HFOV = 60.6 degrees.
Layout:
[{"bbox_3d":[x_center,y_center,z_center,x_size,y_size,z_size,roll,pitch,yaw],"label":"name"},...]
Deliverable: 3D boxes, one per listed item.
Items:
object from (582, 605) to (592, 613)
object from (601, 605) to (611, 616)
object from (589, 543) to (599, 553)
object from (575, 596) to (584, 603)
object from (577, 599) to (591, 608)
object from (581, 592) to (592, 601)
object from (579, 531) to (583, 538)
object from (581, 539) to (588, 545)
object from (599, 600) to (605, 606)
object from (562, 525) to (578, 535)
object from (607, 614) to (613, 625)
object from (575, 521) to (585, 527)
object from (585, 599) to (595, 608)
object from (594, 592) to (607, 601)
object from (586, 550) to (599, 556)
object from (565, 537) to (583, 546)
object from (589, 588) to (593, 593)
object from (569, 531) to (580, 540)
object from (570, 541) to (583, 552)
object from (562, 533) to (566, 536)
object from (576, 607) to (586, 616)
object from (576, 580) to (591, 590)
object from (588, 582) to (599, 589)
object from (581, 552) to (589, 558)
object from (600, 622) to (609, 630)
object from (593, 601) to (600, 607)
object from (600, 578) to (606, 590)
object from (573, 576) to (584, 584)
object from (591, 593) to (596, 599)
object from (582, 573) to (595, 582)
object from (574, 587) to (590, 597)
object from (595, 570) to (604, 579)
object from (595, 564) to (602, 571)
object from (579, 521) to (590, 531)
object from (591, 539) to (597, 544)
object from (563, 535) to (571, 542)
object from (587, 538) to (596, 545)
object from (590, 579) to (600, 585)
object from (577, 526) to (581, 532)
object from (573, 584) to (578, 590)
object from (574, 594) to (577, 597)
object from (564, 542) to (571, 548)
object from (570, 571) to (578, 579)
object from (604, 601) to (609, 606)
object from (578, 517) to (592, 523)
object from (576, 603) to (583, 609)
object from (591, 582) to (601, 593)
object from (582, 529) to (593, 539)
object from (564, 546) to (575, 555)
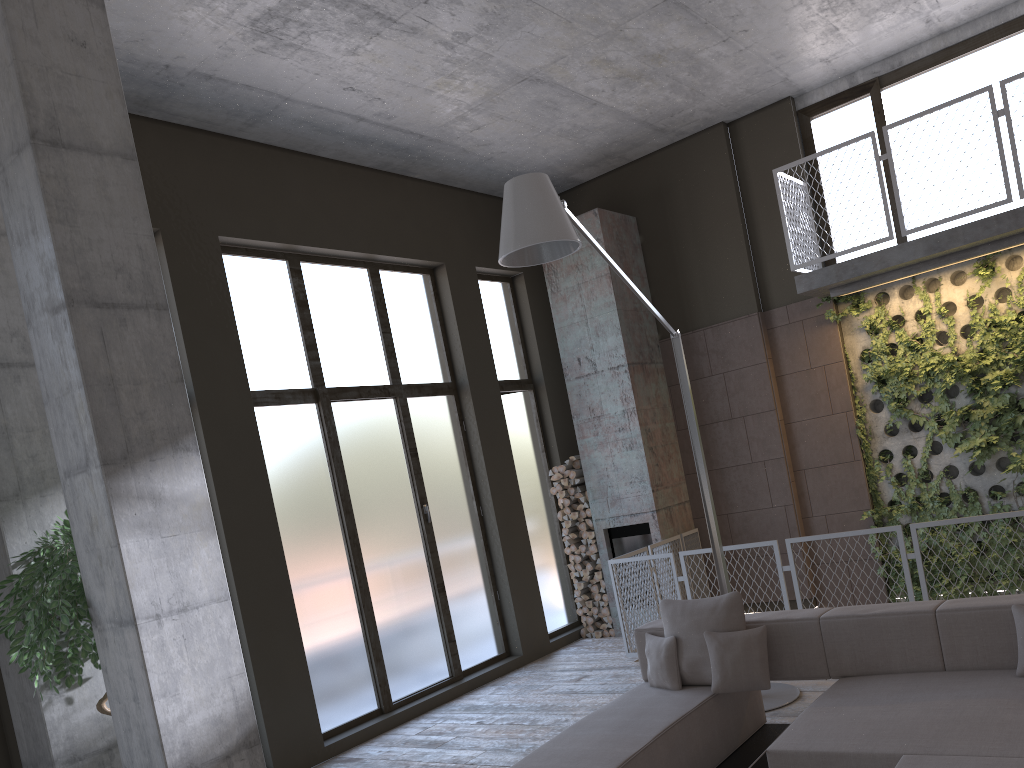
[{"bbox_3d":[0.971,2.553,10.149,0.092,0.089,0.450,-13,-6,38],"label":"object"},{"bbox_3d":[1.123,2.527,9.878,0.102,0.102,0.289,-13,-5,36],"label":"object"},{"bbox_3d":[0.984,1.824,9.853,0.102,0.102,0.289,-13,-5,36],"label":"object"},{"bbox_3d":[0.868,2.463,10.169,0.124,0.067,0.359,-14,-7,36],"label":"object"},{"bbox_3d":[0.891,2.488,10.067,0.072,0.072,0.418,-13,-6,38],"label":"object"},{"bbox_3d":[0.963,2.424,10.138,0.116,0.079,0.430,-14,-7,38],"label":"object"},{"bbox_3d":[0.907,1.686,10.058,0.103,0.086,0.358,-13,-6,38],"label":"object"},{"bbox_3d":[0.937,1.771,10.010,0.068,0.067,0.418,-13,-6,38],"label":"object"},{"bbox_3d":[1.139,2.454,9.985,0.068,0.067,0.418,-13,-6,38],"label":"object"},{"bbox_3d":[0.749,1.662,10.108,0.092,0.089,0.450,-13,-6,39],"label":"object"},{"bbox_3d":[1.203,2.622,9.923,0.065,0.125,0.359,-11,-4,39],"label":"object"},{"bbox_3d":[0.848,1.572,10.025,0.065,0.074,0.355,-13,-6,39],"label":"object"},{"bbox_3d":[1.015,2.482,10.080,0.095,0.083,0.474,-13,-6,38],"label":"object"},{"bbox_3d":[1.094,2.388,10.015,0.094,0.093,0.432,-13,-6,38],"label":"object"},{"bbox_3d":[0.983,1.885,9.978,0.124,0.067,0.359,-15,-7,38],"label":"object"},{"bbox_3d":[0.751,1.784,10.042,0.072,0.072,0.418,-13,-6,38],"label":"object"},{"bbox_3d":[1.010,2.344,10.143,0.105,0.102,0.288,-13,-5,38],"label":"object"},{"bbox_3d":[0.824,1.721,10.112,0.116,0.079,0.430,-14,-7,38],"label":"object"},{"bbox_3d":[0.832,1.850,10.124,0.092,0.089,0.450,-13,-6,38],"label":"object"},{"bbox_3d":[0.724,1.694,10.169,0.068,0.071,0.418,-13,-6,38],"label":"object"},{"bbox_3d":[0.907,2.601,10.200,0.093,0.092,0.432,-13,-6,38],"label":"object"},{"bbox_3d":[0.911,2.272,10.066,0.095,0.083,0.474,-13,-6,36],"label":"object"},{"bbox_3d":[0.988,2.275,10.051,0.065,0.074,0.355,-13,-6,39],"label":"object"},{"bbox_3d":[0.909,1.921,10.044,0.065,0.074,0.355,-12,-6,35],"label":"object"},{"bbox_3d":[1.165,2.733,10.044,0.116,0.079,0.430,-14,-7,36],"label":"object"},{"bbox_3d":[1.077,2.475,10.035,0.068,0.067,0.418,-13,-6,38],"label":"object"},{"bbox_3d":[1.125,2.227,9.909,0.065,0.125,0.359,-11,-4,39],"label":"object"},{"bbox_3d":[0.841,2.276,10.214,0.071,0.118,0.360,-11,-5,37],"label":"object"},{"bbox_3d":[1.046,2.389,10.083,0.103,0.086,0.358,-13,-6,38],"label":"object"},{"bbox_3d":[0.963,2.184,10.042,0.116,0.079,0.430,-14,-7,36],"label":"object"},{"bbox_3d":[0.888,2.366,10.133,0.092,0.089,0.450,-13,-6,39],"label":"object"},{"bbox_3d":[1.108,2.121,9.945,0.095,0.083,0.474,-13,-6,38],"label":"object"},{"bbox_3d":[1.101,2.043,9.965,0.116,0.079,0.430,-14,-7,36],"label":"object"},{"bbox_3d":[0.873,1.594,9.942,0.100,0.107,0.291,-13,-5,36],"label":"object"},{"bbox_3d":[0.975,1.748,9.845,0.064,0.048,0.248,-14,-6,36],"label":"object"},{"bbox_3d":[0.728,1.759,10.144,0.124,0.067,0.359,-14,-7,36],"label":"object"},{"bbox_3d":[1.000,1.751,9.960,0.068,0.067,0.418,-13,-6,38],"label":"object"},{"bbox_3d":[1.011,2.223,9.991,0.090,0.056,0.328,-14,-7,38],"label":"object"},{"bbox_3d":[0.871,1.641,10.118,0.105,0.102,0.288,-13,-5,38],"label":"object"},{"bbox_3d":[0.856,2.299,10.115,0.068,0.067,0.418,-13,-6,36],"label":"object"},{"bbox_3d":[0.863,2.397,10.194,0.068,0.071,0.418,-13,-6,38],"label":"object"},{"bbox_3d":[0.761,1.828,10.146,0.067,0.085,0.420,-12,-5,39],"label":"object"},{"bbox_3d":[0.825,2.175,10.194,0.081,0.107,0.431,-12,-5,37],"label":"object"},{"bbox_3d":[1.114,2.452,9.870,0.064,0.048,0.248,-14,-6,36],"label":"object"},{"bbox_3d":[0.872,1.520,9.966,0.090,0.056,0.328,-14,-7,38],"label":"object"},{"bbox_3d":[0.900,2.531,10.172,0.067,0.085,0.420,-12,-5,39],"label":"object"},{"bbox_3d":[1.012,2.297,9.967,0.100,0.107,0.291,-13,-5,36],"label":"object"},{"bbox_3d":[0.955,1.684,9.990,0.094,0.093,0.432,-13,-6,38],"label":"object"},{"bbox_3d":[0.768,1.898,10.175,0.093,0.092,0.432,-13,-6,38],"label":"object"}]
